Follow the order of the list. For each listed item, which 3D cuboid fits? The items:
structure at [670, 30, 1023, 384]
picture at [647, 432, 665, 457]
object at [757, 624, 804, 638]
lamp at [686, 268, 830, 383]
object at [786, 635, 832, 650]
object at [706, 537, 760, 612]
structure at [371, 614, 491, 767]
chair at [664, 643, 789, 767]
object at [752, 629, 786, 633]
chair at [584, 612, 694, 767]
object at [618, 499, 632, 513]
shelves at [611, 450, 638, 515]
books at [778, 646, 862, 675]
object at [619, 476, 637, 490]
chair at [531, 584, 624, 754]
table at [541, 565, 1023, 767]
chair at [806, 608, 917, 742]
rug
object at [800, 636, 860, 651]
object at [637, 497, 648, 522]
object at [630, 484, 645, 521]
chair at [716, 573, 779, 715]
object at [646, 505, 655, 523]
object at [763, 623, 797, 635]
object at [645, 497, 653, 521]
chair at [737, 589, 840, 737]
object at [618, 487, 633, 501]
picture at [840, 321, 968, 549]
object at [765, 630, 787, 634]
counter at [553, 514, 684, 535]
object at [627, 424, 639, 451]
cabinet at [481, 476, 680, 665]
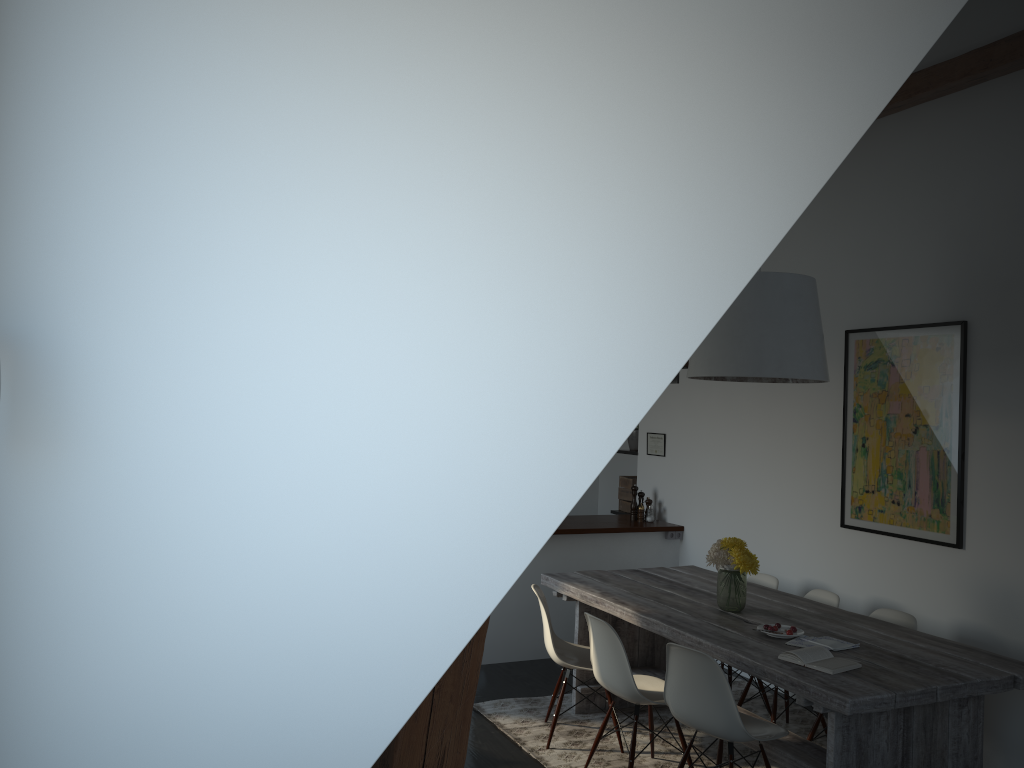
[{"bbox_3d":[4.829,-1.738,2.647,10.230,3.562,15.910,3,-2,-20],"label":"structure"},{"bbox_3d":[1.154,0.484,7.098,0.023,0.182,0.250,3,-2,-25],"label":"picture"},{"bbox_3d":[1.214,1.122,4.010,0.205,0.024,0.205,3,-2,-33],"label":"object"},{"bbox_3d":[1.306,-1.423,4.553,0.697,2.813,0.757,2,-2,25],"label":"lamp"},{"bbox_3d":[1.309,1.126,3.855,0.185,0.014,0.182,1,-2,39],"label":"object"},{"bbox_3d":[1.113,0.958,4.478,0.293,0.365,0.233,1,-2,36],"label":"object"},{"bbox_3d":[-0.581,0.823,1.922,1.023,1.963,12.350,3,-2,-25],"label":"structure"},{"bbox_3d":[0.908,1.500,3.829,0.542,0.801,0.465,4,-2,-39],"label":"chair"},{"bbox_3d":[1.168,1.109,3.981,0.194,0.022,0.019,3,-2,-10],"label":"object"},{"bbox_3d":[0.604,1.500,4.261,0.542,0.801,0.465,3,-2,-24],"label":"chair"},{"bbox_3d":[1.124,1.051,7.621,0.329,0.101,0.287,3,-2,-15],"label":"object"},{"bbox_3d":[1.248,0.858,7.644,0.660,0.553,0.408,3,-2,-25],"label":"shelves"},{"bbox_3d":[1.239,1.103,3.573,0.202,0.042,0.251,3,-2,-37],"label":"books"},{"bbox_3d":[1.130,0.850,7.637,0.329,0.101,0.287,3,-2,-15],"label":"object"},{"bbox_3d":[0.360,1.504,4.784,0.542,0.801,0.465,2,-2,1],"label":"chair"},{"bbox_3d":[1.171,1.534,4.446,1.141,0.788,2.421,3,-2,-25],"label":"table"},{"bbox_3d":[1.735,1.548,4.403,0.542,0.801,0.465,3,-2,-29],"label":"chair"},{"bbox_3d":[1.175,1.920,4.424,1.898,0.022,2.677,3,-2,-25],"label":"rug"},{"bbox_3d":[1.391,1.128,3.876,0.182,0.016,0.179,3,-2,-31],"label":"object"},{"bbox_3d":[1.014,0.976,6.909,0.080,0.192,0.058,4,-2,-41],"label":"object"},{"bbox_3d":[0.990,0.931,6.990,0.123,0.283,0.061,3,-2,-25],"label":"object"},{"bbox_3d":[1.315,1.556,5.321,0.542,0.801,0.465,3,-2,-24],"label":"chair"},{"bbox_3d":[1.076,1.006,6.891,0.069,0.135,0.069,1,-2,40],"label":"object"},{"bbox_3d":[1.222,1.111,4.025,0.144,0.034,0.132,1,-2,37],"label":"object"},{"bbox_3d":[1.073,0.983,6.967,0.058,0.184,0.058,3,-2,-29],"label":"object"},{"bbox_3d":[1.517,1.553,4.893,0.542,0.801,0.465,3,-2,-19],"label":"chair"},{"bbox_3d":[1.128,0.952,7.624,0.287,0.101,0.329,3,-2,-30],"label":"object"},{"bbox_3d":[2.165,0.264,4.955,0.036,1.181,0.808,3,-2,-25],"label":"picture"},{"bbox_3d":[1.200,1.117,4.001,0.110,0.011,0.058,3,-2,-21],"label":"object"},{"bbox_3d":[-0.873,1.028,7.399,3.365,0.038,3.085,3,-2,-25],"label":"counter"},{"bbox_3d":[1.112,0.334,7.687,0.493,0.486,0.506,2,-2,-6],"label":"object"},{"bbox_3d":[-0.483,0.769,7.613,4.208,2.369,3.033,3,-2,-25],"label":"cabinet"}]
